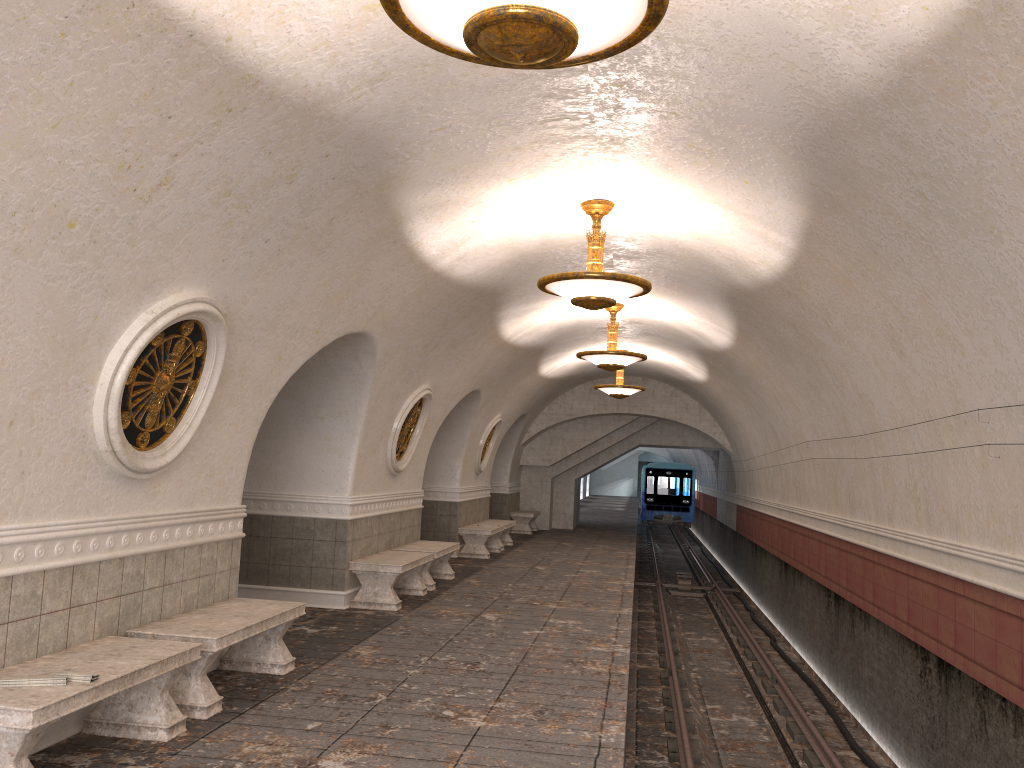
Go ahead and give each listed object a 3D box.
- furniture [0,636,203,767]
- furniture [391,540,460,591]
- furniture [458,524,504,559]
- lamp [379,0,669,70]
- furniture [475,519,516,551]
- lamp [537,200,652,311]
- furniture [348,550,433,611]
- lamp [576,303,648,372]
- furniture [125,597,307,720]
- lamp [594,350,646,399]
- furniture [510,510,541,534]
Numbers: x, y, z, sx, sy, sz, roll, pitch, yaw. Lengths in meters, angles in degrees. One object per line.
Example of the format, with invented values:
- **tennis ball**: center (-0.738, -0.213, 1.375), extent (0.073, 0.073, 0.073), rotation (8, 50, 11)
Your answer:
- **furniture**: center (-2.277, 1.723, 4.599), extent (0.613, 0.508, 1.509), rotation (2, -5, 8)
- **furniture**: center (-1.178, 2.478, 12.185), extent (0.613, 0.508, 1.509), rotation (2, -5, 8)
- **furniture**: center (-0.568, 2.897, 16.402), extent (0.613, 0.508, 1.509), rotation (2, -5, 8)
- **lamp**: center (0.050, -1.595, 3.103), extent (1.008, 0.955, 1.008), rotation (3, -5, -7)
- **furniture**: center (-0.328, 3.062, 18.058), extent (0.613, 0.508, 1.509), rotation (2, -5, 8)
- **lamp**: center (0.738, -1.122, 7.860), extent (1.008, 0.955, 1.008), rotation (0, -6, 24)
- **furniture**: center (-1.418, 2.313, 10.529), extent (0.613, 0.508, 1.509), rotation (2, -5, 8)
- **lamp**: center (1.427, -0.649, 12.615), extent (1.008, 0.955, 1.008), rotation (0, -6, 24)
- **furniture**: center (-2.037, 1.888, 6.255), extent (0.613, 0.508, 1.509), rotation (2, -5, 8)
- **lamp**: center (2.116, -0.175, 17.372), extent (1.008, 0.955, 1.008), rotation (7, -6, -35)
- **furniture**: center (0.331, 3.515, 22.609), extent (0.613, 0.508, 1.509), rotation (2, -5, 8)
